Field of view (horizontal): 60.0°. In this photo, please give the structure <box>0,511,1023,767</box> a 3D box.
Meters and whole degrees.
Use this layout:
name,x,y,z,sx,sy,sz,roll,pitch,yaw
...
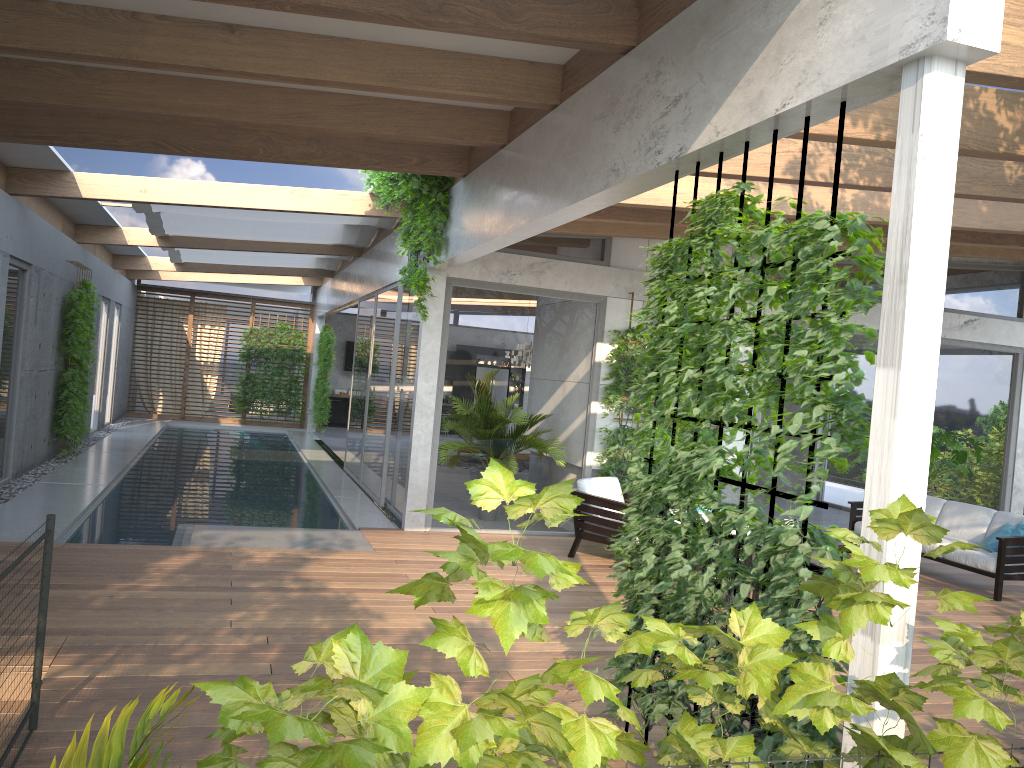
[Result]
name,x,y,z,sx,sy,sz,roll,pitch,yaw
structure,5.574,1.809,10.454,15.587,3.022,31.708,5,0,23

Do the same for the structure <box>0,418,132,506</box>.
name,x,y,z,sx,sy,sz,roll,pitch,yaw
structure,-6.681,1.015,13.385,0.477,0.068,13.673,5,0,-18

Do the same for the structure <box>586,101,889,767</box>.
name,x,y,z,sx,sy,sz,roll,pitch,yaw
structure,0.846,0.334,3.617,0.500,2.687,1.807,5,0,-17

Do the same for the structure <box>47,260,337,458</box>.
name,x,y,z,sx,sy,sz,roll,pitch,yaw
structure,-5.306,-0.293,16.938,2.739,2.687,10.282,5,0,0

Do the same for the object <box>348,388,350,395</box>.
name,x,y,z,sx,sy,sz,roll,pitch,yaw
object,-4.234,0.221,23.943,0.405,0.200,0.147,5,0,-16

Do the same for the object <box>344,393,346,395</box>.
name,x,y,z,sx,sy,sz,roll,pitch,yaw
object,-4.434,0.260,23.518,0.072,0.057,0.083,5,0,-42

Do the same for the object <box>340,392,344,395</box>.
name,x,y,z,sx,sy,sz,roll,pitch,yaw
object,-4.502,0.241,23.473,0.090,0.087,0.086,5,0,-40

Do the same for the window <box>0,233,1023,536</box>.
name,x,y,z,sx,sy,sz,roll,pitch,yaw
window,-0.530,-0.334,17.475,14.294,3.764,23.280,5,0,-18

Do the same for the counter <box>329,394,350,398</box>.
name,x,y,z,sx,sy,sz,roll,pitch,yaw
counter,-3.493,0.418,23.963,3.805,0.061,0.607,5,0,-18

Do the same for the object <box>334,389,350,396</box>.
name,x,y,z,sx,sy,sz,roll,pitch,yaw
object,-4.527,0.229,23.650,0.381,0.134,0.590,5,0,-29

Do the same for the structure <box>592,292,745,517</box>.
name,x,y,z,sx,sy,sz,roll,pitch,yaw
structure,1.781,0.373,9.908,1.851,2.669,0.500,5,0,-17

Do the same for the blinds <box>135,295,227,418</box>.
name,x,y,z,sx,sy,sz,roll,pitch,yaw
blinds,-8.062,-0.610,21.493,2.087,2.898,0.692,5,0,-14

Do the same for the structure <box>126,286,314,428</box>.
name,x,y,z,sx,sy,sz,roll,pitch,yaw
structure,-7.095,-0.611,21.428,4.313,3.079,0.085,5,0,-18

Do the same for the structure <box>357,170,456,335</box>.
name,x,y,z,sx,sy,sz,roll,pitch,yaw
structure,-1.094,-1.514,8.934,0.918,2.054,1.822,5,0,-20

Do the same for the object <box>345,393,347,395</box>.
name,x,y,z,sx,sy,sz,roll,pitch,yaw
object,-4.421,0.263,23.544,0.073,0.055,0.083,5,0,-41

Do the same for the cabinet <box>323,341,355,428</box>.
name,x,y,z,sx,sy,sz,roll,pitch,yaw
cabinet,-2.469,0.075,24.297,5.901,2.502,0.709,5,0,-19
